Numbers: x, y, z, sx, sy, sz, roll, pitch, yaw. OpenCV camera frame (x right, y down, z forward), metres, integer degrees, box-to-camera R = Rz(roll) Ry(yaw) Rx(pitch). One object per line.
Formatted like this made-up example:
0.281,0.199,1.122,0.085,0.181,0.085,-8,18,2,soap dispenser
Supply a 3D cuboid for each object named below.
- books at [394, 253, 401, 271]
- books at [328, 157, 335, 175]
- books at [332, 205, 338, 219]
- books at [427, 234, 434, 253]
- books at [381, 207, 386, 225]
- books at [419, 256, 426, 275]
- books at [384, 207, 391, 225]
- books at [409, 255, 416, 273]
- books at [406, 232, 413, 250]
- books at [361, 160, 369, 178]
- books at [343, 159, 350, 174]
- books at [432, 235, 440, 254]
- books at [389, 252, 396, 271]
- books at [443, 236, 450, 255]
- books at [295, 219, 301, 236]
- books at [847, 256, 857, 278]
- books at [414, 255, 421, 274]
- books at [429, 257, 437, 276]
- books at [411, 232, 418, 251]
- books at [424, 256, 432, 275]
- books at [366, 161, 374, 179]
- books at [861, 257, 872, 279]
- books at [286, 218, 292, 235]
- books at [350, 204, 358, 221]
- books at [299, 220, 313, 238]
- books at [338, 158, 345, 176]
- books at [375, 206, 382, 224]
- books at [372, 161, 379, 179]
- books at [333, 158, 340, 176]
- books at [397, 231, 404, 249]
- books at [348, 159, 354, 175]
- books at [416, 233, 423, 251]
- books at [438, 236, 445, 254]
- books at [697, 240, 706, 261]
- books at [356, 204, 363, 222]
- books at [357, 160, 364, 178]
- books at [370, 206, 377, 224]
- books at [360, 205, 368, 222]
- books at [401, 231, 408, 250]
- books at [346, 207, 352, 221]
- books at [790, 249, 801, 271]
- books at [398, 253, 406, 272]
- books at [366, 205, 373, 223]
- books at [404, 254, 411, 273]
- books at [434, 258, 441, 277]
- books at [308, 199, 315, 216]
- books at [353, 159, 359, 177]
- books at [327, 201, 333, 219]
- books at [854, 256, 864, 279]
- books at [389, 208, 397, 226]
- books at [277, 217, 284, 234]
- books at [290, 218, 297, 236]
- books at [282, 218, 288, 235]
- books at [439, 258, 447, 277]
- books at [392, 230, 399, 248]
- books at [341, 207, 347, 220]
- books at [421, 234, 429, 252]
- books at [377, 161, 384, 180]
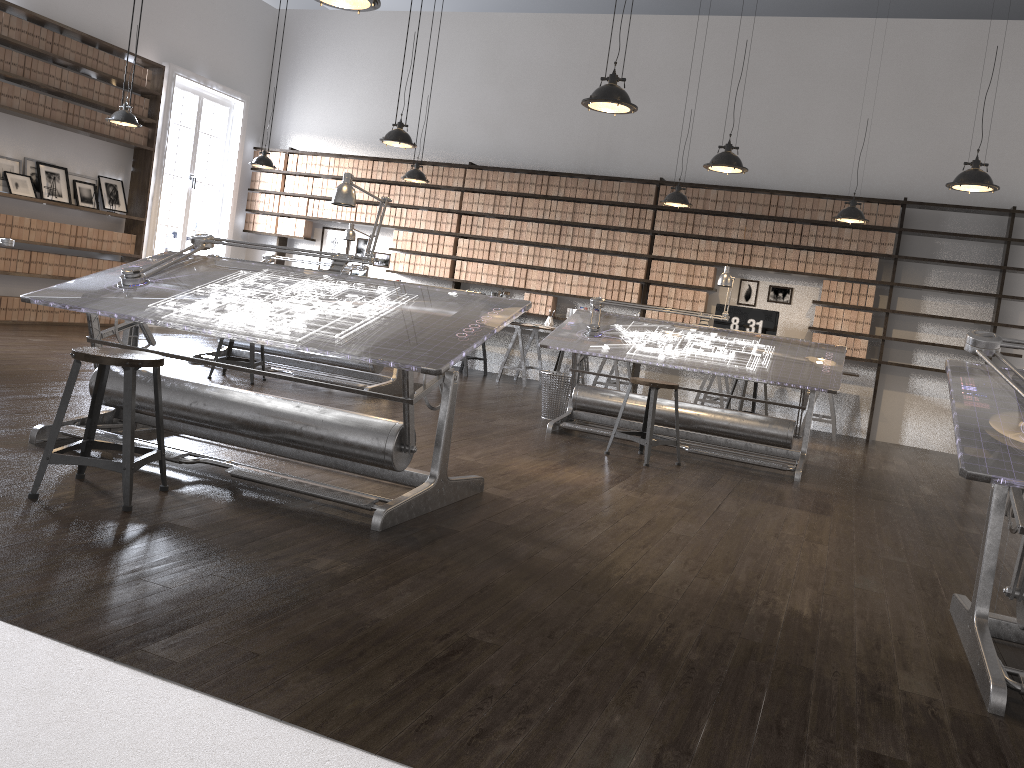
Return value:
-1.376,-1.501,10.955,0.067,0.225,0.174,9,4,21,books
-2.256,-2.762,11.304,0.067,0.225,0.174,9,4,21,books
-2.210,-2.195,11.277,0.067,0.225,0.174,9,4,20,books
-0.961,-1.702,10.801,0.067,0.225,0.174,9,4,20,books
-1.564,-2.081,11.034,0.067,0.225,0.174,9,4,20,books
-1.058,-1.445,10.831,0.067,0.225,0.174,9,4,20,books
-1.507,-2.071,11.010,0.067,0.225,0.174,9,4,20,books
-1.186,-1.467,10.883,0.067,0.225,0.174,9,4,21,books
-1.222,-1.747,10.894,0.067,0.225,0.174,9,4,20,books
-1.808,-2.683,11.137,0.067,0.225,0.174,9,4,20,books
-2.061,-2.727,11.231,0.067,0.225,0.174,9,4,21,books
-0.894,-1.689,10.769,0.067,0.225,0.174,9,4,21,books
-1.440,-1.512,10.975,0.067,0.225,0.174,9,4,20,books
-0.754,-1.665,10.719,0.067,0.225,0.174,9,4,21,books
-2.729,-2.013,11.482,0.067,0.225,0.174,9,4,21,books
3.488,-1.196,9.086,0.067,0.225,0.174,9,4,21,books
-1.121,-1.456,10.860,0.067,0.225,0.174,9,4,21,books
-0.926,-1.421,10.776,0.067,0.225,0.174,9,4,21,books
-1.158,-1.736,10.876,0.067,0.225,0.174,9,4,21,books
-0.993,-1.433,10.802,0.067,0.225,0.174,9,4,20,books
-1.741,-2.671,11.105,0.067,0.225,0.174,9,4,21,books
3.618,-1.174,9.042,0.067,0.225,0.174,9,4,20,books
-2.856,-2.036,11.528,0.067,0.225,0.174,9,4,20,books
-1.955,-2.150,11.181,0.067,0.225,0.174,9,4,20,books
-2.665,-2.002,11.455,0.067,0.225,0.174,9,4,21,books
-2.124,-2.739,11.259,0.067,0.225,0.174,9,4,20,books
-1.628,-2.092,11.054,0.067,0.225,0.174,9,4,21,books
-1.670,-2.659,11.084,0.067,0.225,0.174,9,4,20,books
-2.190,-2.750,11.282,0.067,0.225,0.174,9,4,20,books
-1.341,-1.768,10.943,0.067,0.225,0.174,9,4,21,books
-1.996,-2.716,11.202,0.067,0.225,0.174,9,4,21,books
-1.092,-1.725,10.851,0.067,0.225,0.174,9,4,21,books
-0.823,-1.677,10.748,0.067,0.225,0.174,9,4,20,books
2.075,-1.446,9.633,0.067,0.225,0.174,9,4,21,books
-1.884,-2.138,11.159,0.067,0.225,0.174,9,4,21,books
-1.869,-2.694,11.158,0.067,0.225,0.174,9,4,21,books
-1.688,-2.103,11.083,0.067,0.225,0.174,9,4,20,books
-1.820,-2.126,11.130,0.067,0.225,0.174,9,4,21,books
-1.282,-1.758,10.922,0.067,0.225,0.174,9,4,21,books
-2.022,-2.162,11.212,0.067,0.225,0.174,9,4,21,books
2.974,-1.287,9.283,0.067,0.225,0.174,9,4,20,books
-1.319,-1.491,10.931,0.067,0.225,0.174,9,4,21,books
-1.753,-2.115,11.108,0.067,0.225,0.174,9,4,20,books
-1.253,-1.479,10.904,0.067,0.225,0.174,9,4,20,books
-0.866,-1.411,10.758,0.067,0.225,0.174,9,4,20,books
-2.545,-2.254,11.410,0.067,0.225,0.174,9,4,20,books
-1.929,-2.704,11.176,0.067,0.225,0.174,9,4,20,books
-2.276,-2.206,11.306,0.067,0.225,0.174,9,4,20,books
3.553,-1.186,9.067,0.067,0.225,0.174,9,4,20,books
-1.441,-2.059,10.983,0.067,0.225,0.174,9,4,21,books
-2.982,-2.058,11.573,0.067,0.225,0.174,9,4,21,books
-2.796,-2.025,11.500,0.067,0.225,0.174,9,4,21,books
-2.915,-2.046,11.549,0.067,0.225,0.174,9,4,20,books
-0.804,-1.400,10.737,0.067,0.225,0.174,9,4,21,books
-1.408,-1.780,10.967,0.067,0.225,0.174,9,4,20,books
-2.083,-2.173,11.233,0.067,0.225,0.174,9,4,20,books
-1.028,-1.713,10.822,0.067,0.225,0.174,9,4,20,books
-1.606,-2.647,11.054,0.067,0.225,0.174,9,4,20,books
